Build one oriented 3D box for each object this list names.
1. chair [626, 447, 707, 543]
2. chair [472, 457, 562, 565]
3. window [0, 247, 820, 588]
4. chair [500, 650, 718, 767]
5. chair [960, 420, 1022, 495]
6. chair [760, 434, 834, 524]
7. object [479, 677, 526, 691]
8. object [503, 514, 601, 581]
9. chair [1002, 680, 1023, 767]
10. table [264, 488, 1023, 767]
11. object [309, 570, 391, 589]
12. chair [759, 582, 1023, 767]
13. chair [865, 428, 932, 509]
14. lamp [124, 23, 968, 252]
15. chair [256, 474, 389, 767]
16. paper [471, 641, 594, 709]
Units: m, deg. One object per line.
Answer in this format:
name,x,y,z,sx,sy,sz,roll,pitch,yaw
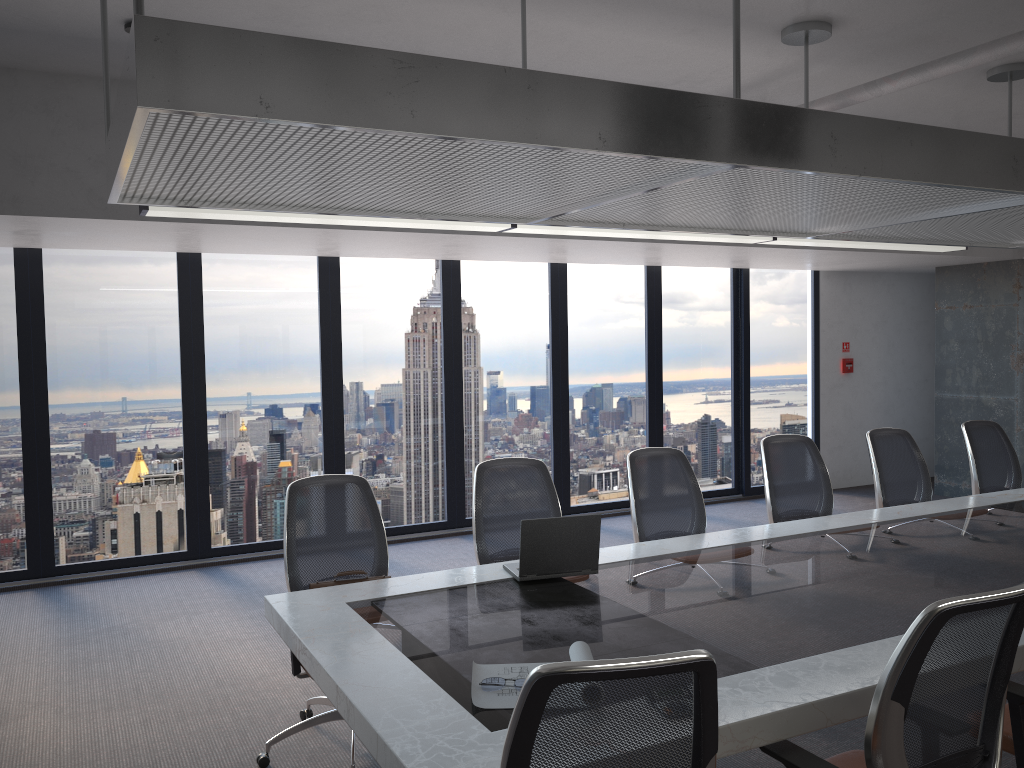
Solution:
chair,0.996,0.959,4.820,0.828,1.166,0.789,0,3,27
chair,0.119,0.992,4.451,0.828,1.166,0.789,1,3,38
window,-0.557,0.058,8.263,9.225,2.670,0.121,-2,3,-27
chair,0.146,1.099,2.114,0.828,1.166,0.789,1,4,43
chair,3.531,0.855,6.103,0.828,1.166,0.789,0,3,27
chair,1.892,0.918,5.372,0.828,1.166,0.789,1,3,33
object,-0.004,0.892,2.630,0.200,0.036,0.049,-1,3,10
object,0.173,0.704,3.963,0.366,0.277,0.308,-2,3,-17
chair,1.857,1.031,2.924,0.828,1.166,0.789,0,3,27
table,1.857,1.182,4.095,5.498,0.745,1.898,-2,3,-27
object,-0.723,0.996,4.002,0.378,0.308,0.138,-2,3,-16
chair,1.012,1.065,2.496,0.828,1.166,0.789,0,3,27
chair,2.686,0.890,5.675,0.828,1.166,0.789,0,3,27
lamp,1.738,-1.338,3.932,6.097,0.908,4.126,-2,3,-27
chair,-0.694,1.029,3.964,0.828,1.166,0.789,0,3,27
paper,0.068,0.873,2.681,0.379,0.069,0.348,-1,3,-1
